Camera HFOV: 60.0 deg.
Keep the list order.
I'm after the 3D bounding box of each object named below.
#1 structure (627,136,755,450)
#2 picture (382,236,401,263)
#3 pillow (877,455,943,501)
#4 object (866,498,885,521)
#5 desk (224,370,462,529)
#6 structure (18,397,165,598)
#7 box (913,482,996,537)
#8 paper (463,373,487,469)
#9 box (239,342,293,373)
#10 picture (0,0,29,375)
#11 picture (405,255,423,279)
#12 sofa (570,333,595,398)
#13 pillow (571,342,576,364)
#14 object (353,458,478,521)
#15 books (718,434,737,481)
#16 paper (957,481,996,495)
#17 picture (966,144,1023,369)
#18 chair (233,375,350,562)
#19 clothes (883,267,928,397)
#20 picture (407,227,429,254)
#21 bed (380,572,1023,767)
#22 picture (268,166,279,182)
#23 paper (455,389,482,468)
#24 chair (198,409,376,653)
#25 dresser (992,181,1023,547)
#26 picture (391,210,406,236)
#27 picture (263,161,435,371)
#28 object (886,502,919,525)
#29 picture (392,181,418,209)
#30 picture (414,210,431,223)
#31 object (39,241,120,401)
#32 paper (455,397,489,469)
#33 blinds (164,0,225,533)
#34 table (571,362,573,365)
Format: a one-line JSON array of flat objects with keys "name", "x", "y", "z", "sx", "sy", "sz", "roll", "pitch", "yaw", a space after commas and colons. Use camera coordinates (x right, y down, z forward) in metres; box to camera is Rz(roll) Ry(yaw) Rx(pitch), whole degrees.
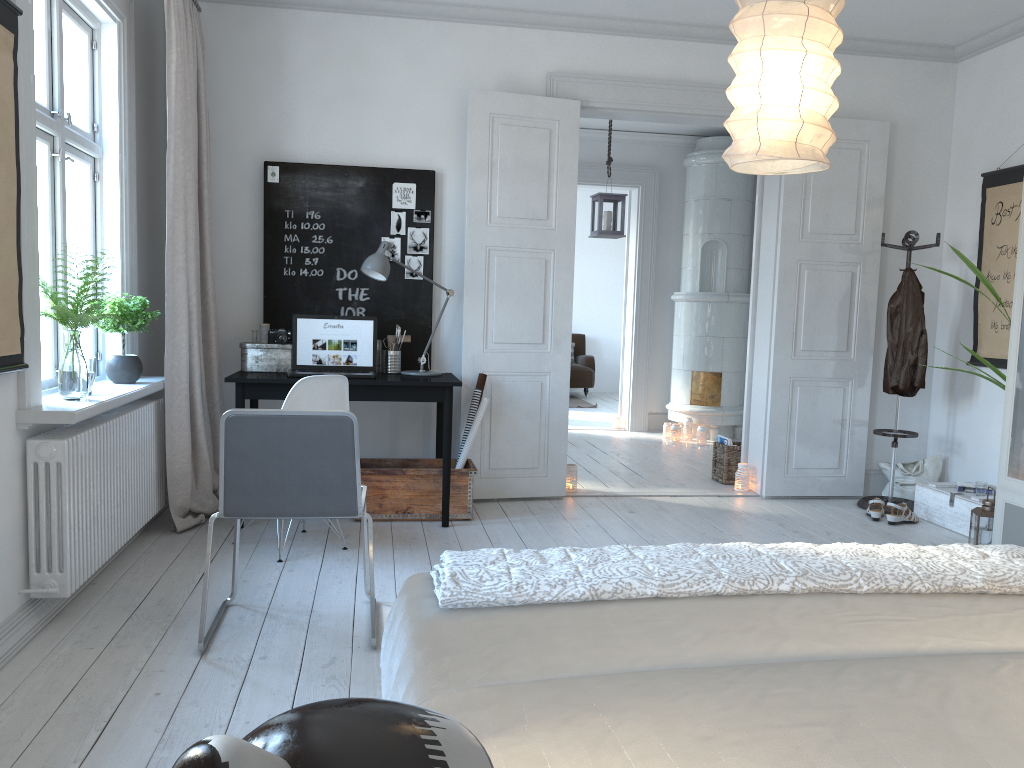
[{"name": "structure", "x": 1.758, "y": -0.822, "z": 8.122, "sx": 0.800, "sy": 2.832, "sz": 1.246, "roll": 6, "pitch": 7, "yaw": 36}, {"name": "picture", "x": -0.691, "y": -0.767, "z": 5.067, "sx": 0.107, "sy": 0.151, "sz": 0.001, "roll": 1, "pitch": 6, "yaw": -9}, {"name": "pillow", "x": 2.520, "y": 0.589, "z": 5.608, "sx": 0.317, "sy": 0.315, "sz": 0.272, "roll": 1, "pitch": 5, "yaw": -8}, {"name": "object", "x": 2.112, "y": 0.711, "z": 5.151, "sx": 0.099, "sy": 0.126, "sz": 0.272, "roll": 4, "pitch": 5, "yaw": 23}, {"name": "desk", "x": -0.885, "y": 0.331, "z": 4.753, "sx": 1.159, "sy": 0.760, "sz": 0.650, "roll": 1, "pitch": 5, "yaw": -9}, {"name": "structure", "x": -1.701, "y": 0.395, "z": 3.669, "sx": 0.195, "sy": 0.548, "sz": 1.503, "roll": 1, "pitch": 5, "yaw": -9}, {"name": "box", "x": 2.581, "y": 0.697, "z": 4.921, "sx": 0.376, "sy": 0.219, "sz": 0.640, "roll": 1, "pitch": 5, "yaw": -9}, {"name": "paper", "x": -0.252, "y": 0.316, "z": 5.011, "sx": 0.048, "sy": 0.748, "sz": 0.297, "roll": 6, "pitch": 7, "yaw": 36}, {"name": "box", "x": -1.310, "y": -0.146, "z": 4.812, "sx": 0.317, "sy": 0.153, "sz": 0.192, "roll": 1, "pitch": 5, "yaw": -9}, {"name": "picture", "x": -1.512, "y": -0.665, "z": 2.438, "sx": 0.057, "sy": 1.315, "sz": 0.791, "roll": 1, "pitch": 6, "yaw": -9}, {"name": "picture", "x": -0.563, "y": -0.672, "z": 5.097, "sx": 0.103, "sy": 0.136, "sz": 0.001, "roll": 1, "pitch": 6, "yaw": -9}, {"name": "sofa", "x": -0.006, "y": -0.280, "z": 11.889, "sx": 2.165, "sy": 0.826, "sz": 0.967, "roll": 1, "pitch": 5, "yaw": -9}, {"name": "pillow", "x": 0.608, "y": -0.429, "z": 12.075, "sx": 0.542, "sy": 0.288, "sz": 0.182, "roll": 1, "pitch": 6, "yaw": -8}, {"name": "object", "x": -0.540, "y": 0.574, "z": 4.832, "sx": 0.665, "sy": 0.283, "sz": 0.339, "roll": 1, "pitch": 5, "yaw": -9}, {"name": "books", "x": 1.539, "y": 0.509, "z": 6.114, "sx": 0.201, "sy": 0.300, "sz": 0.179, "roll": 1, "pitch": 6, "yaw": -9}, {"name": "paper", "x": 2.616, "y": 0.585, "z": 4.965, "sx": 0.221, "sy": 0.031, "sz": 0.175, "roll": 4, "pitch": 5, "yaw": 23}, {"name": "picture", "x": 2.837, "y": -0.732, "z": 4.901, "sx": 0.057, "sy": 1.315, "sz": 0.791, "roll": 1, "pitch": 6, "yaw": -9}, {"name": "chair", "x": -1.003, "y": 0.348, "z": 4.087, "sx": 0.474, "sy": 0.825, "sz": 0.553, "roll": -3, "pitch": 8, "yaw": -44}, {"name": "clothes", "x": 2.335, "y": -0.302, "z": 5.237, "sx": 0.237, "sy": 0.771, "sz": 0.211, "roll": 4, "pitch": 6, "yaw": 24}, {"name": "picture", "x": -0.537, "y": -0.824, "z": 5.085, "sx": 0.121, "sy": 0.153, "sz": 0.002, "roll": 1, "pitch": 6, "yaw": -9}, {"name": "bed", "x": 0.669, "y": 0.530, "z": 1.185, "sx": 1.888, "sy": 1.048, "sz": 2.172, "roll": 1, "pitch": 5, "yaw": -9}, {"name": "picture", "x": -1.326, "y": -1.166, "z": 4.928, "sx": 0.061, "sy": 0.088, "sz": 0.004, "roll": 1, "pitch": 6, "yaw": -12}, {"name": "paper", "x": -0.269, "y": 0.364, "z": 4.942, "sx": 0.043, "sy": 0.670, "sz": 0.266, "roll": 6, "pitch": 7, "yaw": 36}, {"name": "chair", "x": -0.748, "y": 0.455, "z": 3.071, "sx": 0.562, "sy": 0.799, "sz": 0.524, "roll": 1, "pitch": 6, "yaw": -9}, {"name": "dresser", "x": 2.643, "y": -0.160, "z": 3.328, "sx": 0.630, "sy": 2.167, "sz": 1.429, "roll": 1, "pitch": 6, "yaw": -9}, {"name": "picture", "x": -0.649, "y": -0.917, "z": 5.058, "sx": 0.083, "sy": 0.146, "sz": 0.002, "roll": 1, "pitch": 6, "yaw": -9}, {"name": "picture", "x": -0.929, "y": -0.648, "z": 5.074, "sx": 0.953, "sy": 1.174, "sz": 0.063, "roll": 1, "pitch": 6, "yaw": -9}, {"name": "object", "x": 2.223, "y": 0.724, "z": 5.027, "sx": 0.272, "sy": 0.126, "sz": 0.099, "roll": -2, "pitch": 6, "yaw": -36}, {"name": "picture", "x": -0.611, "y": -1.076, "z": 5.047, "sx": 0.147, "sy": 0.154, "sz": 0.004, "roll": 1, "pitch": 6, "yaw": -9}, {"name": "picture", "x": -0.514, "y": -0.961, "z": 5.075, "sx": 0.095, "sy": 0.071, "sz": 0.001, "roll": 1, "pitch": 6, "yaw": -9}, {"name": "object", "x": -1.614, "y": -0.223, "z": 3.214, "sx": 0.414, "sy": 0.565, "sz": 0.304, "roll": 4, "pitch": 6, "yaw": 25}, {"name": "paper", "x": -0.260, "y": 0.386, "z": 4.886, "sx": 0.283, "sy": 0.628, "sz": 0.041, "roll": -2, "pitch": 7, "yaw": -30}, {"name": "blinds", "x": -1.572, "y": -0.620, "z": 4.482, "sx": 0.225, "sy": 2.652, "sz": 0.829, "roll": 1, "pitch": 6, "yaw": -9}, {"name": "table", "x": 0.102, "y": -0.040, "z": 11.130, "sx": 1.300, "sy": 0.504, "sz": 1.297, "roll": 0, "pitch": 5, "yaw": -19}]
